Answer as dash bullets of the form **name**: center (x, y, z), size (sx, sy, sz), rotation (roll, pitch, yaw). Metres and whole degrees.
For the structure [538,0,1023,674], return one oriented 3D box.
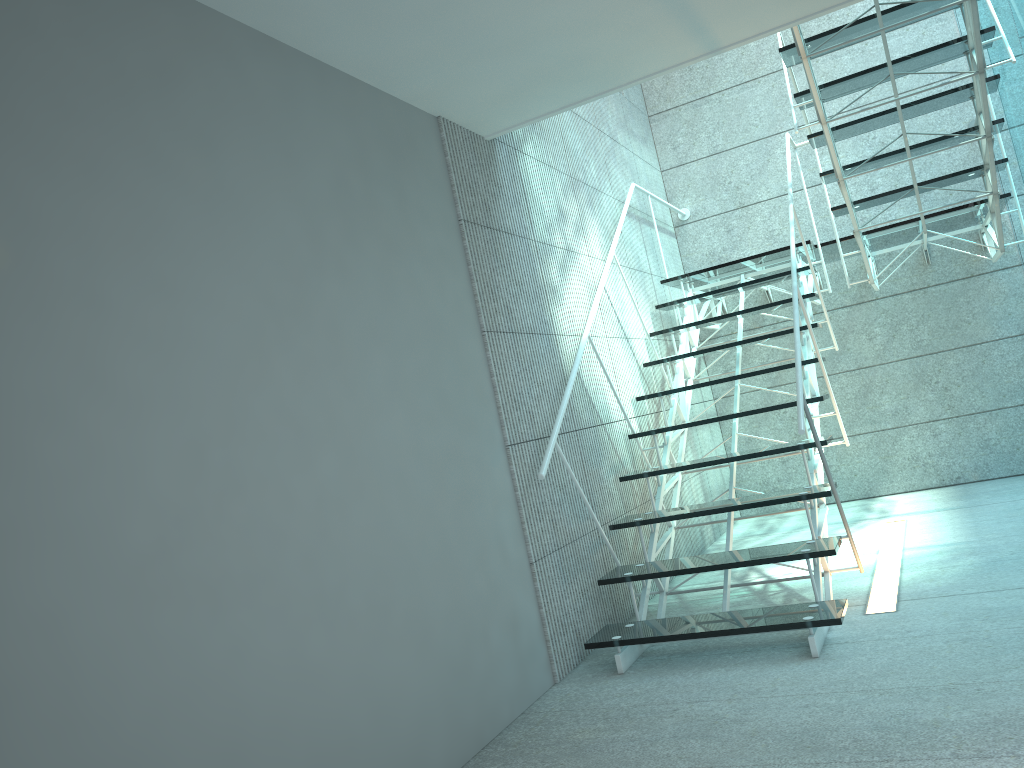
- **structure**: center (1.115, -2.200, 4.324), size (1.904, 6.026, 3.296), rotation (-14, -6, 25)
